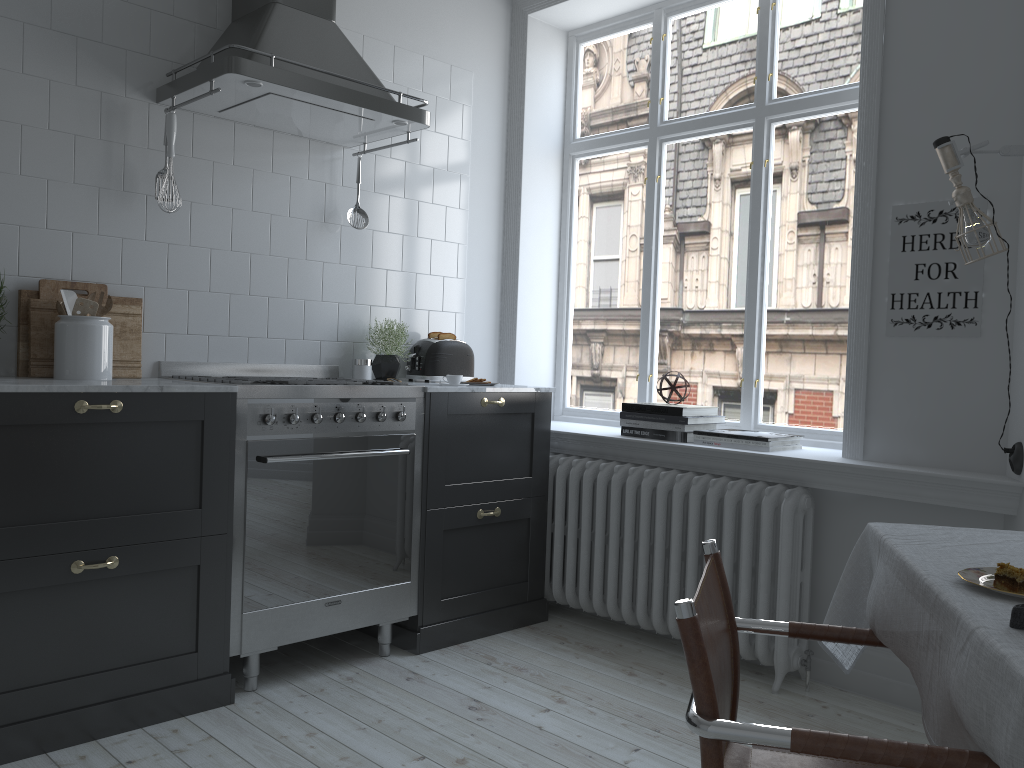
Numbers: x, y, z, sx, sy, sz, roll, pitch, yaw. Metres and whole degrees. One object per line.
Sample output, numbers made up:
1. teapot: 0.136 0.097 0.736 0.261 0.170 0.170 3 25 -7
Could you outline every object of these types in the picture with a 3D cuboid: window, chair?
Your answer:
1. window: 0.879 -0.784 4.068 0.061 2.080 1.716 1 2 -45
2. chair: 0.552 0.717 1.339 0.593 0.837 0.546 3 2 17

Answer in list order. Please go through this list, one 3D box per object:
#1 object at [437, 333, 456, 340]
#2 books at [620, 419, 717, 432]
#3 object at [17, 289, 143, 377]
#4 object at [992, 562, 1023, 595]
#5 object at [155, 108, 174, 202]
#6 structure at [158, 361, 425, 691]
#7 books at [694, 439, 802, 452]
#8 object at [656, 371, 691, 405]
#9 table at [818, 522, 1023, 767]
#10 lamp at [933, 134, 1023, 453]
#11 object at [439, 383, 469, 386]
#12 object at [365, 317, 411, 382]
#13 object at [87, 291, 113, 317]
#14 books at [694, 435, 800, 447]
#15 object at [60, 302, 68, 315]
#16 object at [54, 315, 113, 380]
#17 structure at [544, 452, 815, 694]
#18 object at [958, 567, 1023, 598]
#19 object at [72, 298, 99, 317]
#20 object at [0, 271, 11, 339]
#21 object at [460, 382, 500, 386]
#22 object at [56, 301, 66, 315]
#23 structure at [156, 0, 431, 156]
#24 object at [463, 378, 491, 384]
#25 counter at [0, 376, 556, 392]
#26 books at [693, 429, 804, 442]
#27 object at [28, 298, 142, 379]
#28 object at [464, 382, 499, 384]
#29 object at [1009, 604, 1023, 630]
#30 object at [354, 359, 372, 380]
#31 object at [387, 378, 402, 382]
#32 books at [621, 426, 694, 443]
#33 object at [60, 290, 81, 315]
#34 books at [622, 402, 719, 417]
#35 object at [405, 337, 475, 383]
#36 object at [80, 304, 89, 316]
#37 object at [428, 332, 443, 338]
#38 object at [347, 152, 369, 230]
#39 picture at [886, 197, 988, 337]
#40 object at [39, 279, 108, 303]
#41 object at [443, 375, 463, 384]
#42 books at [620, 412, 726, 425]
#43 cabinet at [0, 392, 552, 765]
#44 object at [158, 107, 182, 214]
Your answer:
1. object: -0.297 -0.179 4.040 0.107 0.110 0.010 1 2 -40
2. books: 0.677 0.175 3.833 0.328 0.031 0.259 4 2 43
3. object: -1.494 -0.167 3.081 0.400 0.290 0.030 1 2 -45
4. object: 0.728 0.281 1.280 0.038 0.041 0.057 2 2 -11
5. object: -1.244 -0.826 3.192 0.066 0.332 0.024 1 2 -40
6. structure: -0.828 0.479 3.346 0.779 1.096 0.651 1 2 -45
7. books: 0.945 0.242 3.565 0.254 0.019 0.343 1 2 -45
8. object: 0.704 0.017 3.868 0.147 0.148 0.147 3 2 36
9. table: 1.586 0.754 1.123 2.179 0.842 1.210 2 2 12
10. lamp: 1.439 -0.271 2.726 0.312 0.977 0.131 3 2 20
11. object: -0.240 0.003 3.680 0.126 0.008 0.126 2 2 -18
12. object: -0.533 -0.151 3.865 0.210 0.283 0.220 1 2 -32
13. object: -1.413 -0.167 2.975 0.056 0.296 0.131 3 2 25
14. books: 0.943 0.223 3.569 0.337 0.019 0.254 4 2 44
15. object: -1.443 -0.145 2.946 0.118 0.250 0.033 1 2 -44
16. object: -1.412 -0.118 2.926 0.174 0.208 0.174 3 2 41
17. structure: 0.497 0.711 3.752 0.245 0.753 1.673 1 2 -45
18. object: 0.753 0.295 1.294 0.182 0.013 0.182 1 2 -45
19. object: -1.418 -0.148 2.877 0.149 0.262 0.054 3 2 20
20. object: -1.666 -0.203 2.744 0.186 0.367 0.196 2 2 0
21. object: -0.158 -0.001 3.869 0.209 0.011 0.209 2 2 -7
22. object: -1.430 -0.144 2.899 0.117 0.251 0.061 2 2 -15
23. structure: -0.783 -1.502 3.318 0.843 1.079 0.567 1 2 -45
24. object: -0.152 -0.012 3.871 0.119 0.031 0.074 2 2 -12
25. counter: -1.414 -0.001 2.756 3.902 0.020 0.624 1 2 -45
26. books: 0.952 0.206 3.573 0.274 0.016 0.341 1 2 -43
27. object: -1.458 -0.149 3.039 0.360 0.261 0.053 1 2 -45
28. object: -0.157 -0.005 3.817 0.209 0.008 0.018 2 2 -10
29. object: 0.746 0.280 1.037 0.247 0.061 0.165 2 2 -5
30. object: -0.636 -0.058 3.789 0.072 0.095 0.072 2 2 1
31. object: -0.524 -0.015 3.777 0.062 0.018 0.091 4 2 43
32. books: 0.690 0.213 3.833 0.259 0.044 0.351 1 2 -43
33. object: -1.419 -0.164 2.930 0.141 0.290 0.064 3 2 19
34. books: 0.684 0.109 3.837 0.259 0.038 0.325 1 2 -43
35. object: -0.333 -0.111 4.067 0.326 0.207 0.219 1 2 -40
36. object: -1.421 -0.144 2.972 0.114 0.247 0.050 2 2 10
37. object: -0.346 -0.187 4.099 0.107 0.110 0.010 1 2 -40
38. object: -0.650 -0.820 3.763 0.101 0.331 0.030 1 2 -34
39. picture: 1.435 -0.390 3.011 0.003 0.457 0.311 1 2 -45
40. object: -1.497 -0.185 3.032 0.220 0.330 0.041 1 2 -45
41. object: -0.240 -0.016 3.679 0.070 0.040 0.072 3 2 37
42. books: 0.694 0.144 3.832 0.287 0.031 0.351 1 2 -45
43. cabinet: -1.425 0.515 2.764 3.897 1.012 0.646 1 2 -45
44. object: -1.220 -0.800 3.170 0.076 0.381 0.074 3 2 26
